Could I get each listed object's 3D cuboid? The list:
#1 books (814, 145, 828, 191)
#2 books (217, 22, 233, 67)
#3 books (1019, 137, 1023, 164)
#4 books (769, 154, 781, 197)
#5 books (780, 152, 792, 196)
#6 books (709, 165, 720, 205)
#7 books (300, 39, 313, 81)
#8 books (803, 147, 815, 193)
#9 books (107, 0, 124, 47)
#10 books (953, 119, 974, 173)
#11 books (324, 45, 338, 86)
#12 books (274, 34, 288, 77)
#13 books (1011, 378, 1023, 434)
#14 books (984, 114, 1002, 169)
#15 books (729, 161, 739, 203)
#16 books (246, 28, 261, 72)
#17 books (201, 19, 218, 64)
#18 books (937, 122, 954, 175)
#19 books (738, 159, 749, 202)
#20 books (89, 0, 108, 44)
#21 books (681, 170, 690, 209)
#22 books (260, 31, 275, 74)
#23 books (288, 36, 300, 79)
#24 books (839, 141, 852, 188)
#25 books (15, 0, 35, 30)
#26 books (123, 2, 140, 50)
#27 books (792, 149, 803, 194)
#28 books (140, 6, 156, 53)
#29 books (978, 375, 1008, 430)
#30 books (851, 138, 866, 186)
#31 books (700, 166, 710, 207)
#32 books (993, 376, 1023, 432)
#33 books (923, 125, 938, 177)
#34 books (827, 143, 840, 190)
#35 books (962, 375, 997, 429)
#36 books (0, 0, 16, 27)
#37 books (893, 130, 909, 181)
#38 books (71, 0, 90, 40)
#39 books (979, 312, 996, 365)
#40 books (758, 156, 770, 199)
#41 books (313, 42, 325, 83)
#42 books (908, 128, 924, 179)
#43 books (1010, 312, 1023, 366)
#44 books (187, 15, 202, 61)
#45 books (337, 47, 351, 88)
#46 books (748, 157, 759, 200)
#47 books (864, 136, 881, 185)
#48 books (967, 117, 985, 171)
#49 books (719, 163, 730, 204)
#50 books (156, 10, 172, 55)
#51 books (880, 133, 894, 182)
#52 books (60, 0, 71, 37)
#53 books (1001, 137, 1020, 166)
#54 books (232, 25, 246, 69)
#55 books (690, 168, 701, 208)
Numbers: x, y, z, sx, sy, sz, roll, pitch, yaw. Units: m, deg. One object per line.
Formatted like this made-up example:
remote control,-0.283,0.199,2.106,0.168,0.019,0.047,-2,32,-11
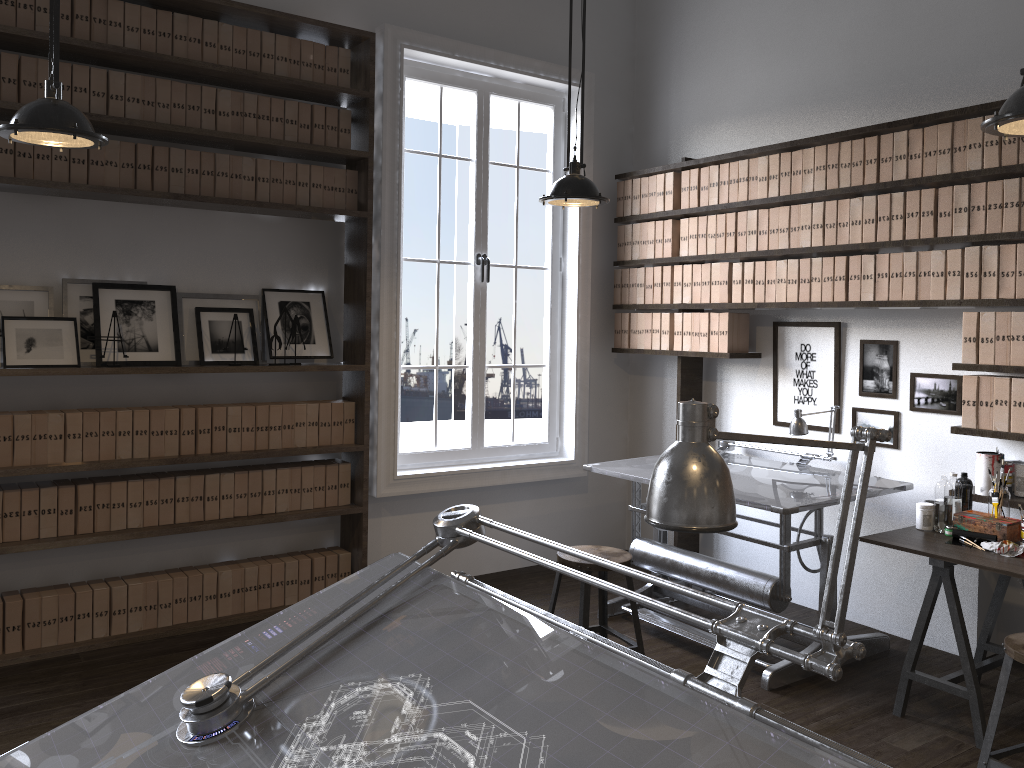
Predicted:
books,1.593,-1.066,4.423,0.174,0.225,0.067,0,2,-35
books,-1.435,-1.638,4.353,0.066,0.225,0.174,0,2,-35
books,2.158,-1.004,3.631,0.174,0.225,0.067,0,2,-35
books,1.432,-1.084,4.655,0.174,0.225,0.067,0,2,-35
books,1.476,-1.080,4.599,0.174,0.225,0.067,0,2,-35
books,1.196,-1.110,4.992,0.174,0.225,0.067,0,2,-35
books,-1.096,-1.647,4.588,0.067,0.225,0.175,0,2,-35
books,1.554,-1.071,4.484,0.174,0.225,0.067,0,2,-35
books,-1.838,-1.626,4.066,0.066,0.225,0.175,0,2,-35
books,1.998,-1.022,3.855,0.174,0.225,0.067,0,2,-35
books,-0.986,-1.651,4.672,0.066,0.225,0.174,0,2,-35
books,-1.204,-1.644,4.516,0.066,0.225,0.175,0,2,-35
books,2.132,0.087,3.646,0.174,0.225,0.067,0,2,-35
books,2.073,-1.013,3.743,0.174,0.225,0.067,0,2,-35
books,1.281,-1.101,4.878,0.174,0.225,0.067,0,2,-35
books,-1.322,-1.641,4.435,0.066,0.225,0.175,0,2,-35
books,-1.492,-1.636,4.309,0.066,0.225,0.175,0,2,-35
books,1.956,-1.026,3.907,0.174,0.225,0.067,0,2,-35
books,1.315,-1.097,4.819,0.174,0.225,0.067,0,2,-35
books,-1.895,-1.625,4.034,0.066,0.225,0.175,0,2,-35
books,1.073,-1.124,5.174,0.174,0.225,0.067,0,2,-35
books,-1.262,-1.643,4.472,0.067,0.225,0.175,0,2,-35
books,-1.153,-1.646,4.553,0.066,0.225,0.175,0,2,-35
books,1.675,-1.058,4.315,0.174,0.225,0.067,0,2,-35
books,-2.133,-1.619,3.866,0.066,0.225,0.174,0,2,-35
books,-1.780,-1.628,4.111,0.066,0.225,0.174,0,2,-35
books,1.517,-1.075,4.543,0.174,0.225,0.067,0,2,-35
books,-1.726,-1.630,4.154,0.066,0.225,0.174,0,2,-35
books,2.057,0.079,3.759,0.174,0.225,0.067,0,2,-35
books,1.714,-1.053,4.262,0.174,0.225,0.067,0,2,-35
books,1.159,-1.115,5.052,0.174,0.225,0.067,0,2,-35
books,2.092,0.083,3.706,0.174,0.225,0.067,0,2,-35
books,1.922,-1.030,3.966,0.174,0.225,0.067,0,2,-35
books,1.635,-1.061,4.364,0.174,0.225,0.067,0,2,-35
books,2.015,0.075,3.810,0.174,0.225,0.067,0,2,-35
books,-2.191,-1.617,3.825,0.066,0.225,0.175,0,2,-35
books,1.837,-1.039,4.079,0.174,0.225,0.067,0,2,-35
books,-1.953,-1.623,3.987,0.067,0.225,0.175,0,2,-35
books,2.059,-0.192,3.755,0.174,0.225,0.067,0,2,-35
books,1.392,-1.089,4.715,0.174,0.225,0.067,0,2,-35
books,-1.044,-1.649,4.631,0.066,0.225,0.175,0,2,-35
books,1.881,-1.035,4.024,0.174,0.225,0.067,0,2,-35
books,2.132,-0.183,3.647,0.174,0.225,0.067,0,2,-35
books,-1.551,-1.634,4.267,0.067,0.225,0.175,0,2,-35
books,-0.926,-1.652,4.710,0.066,0.225,0.174,0,2,-35
books,1.357,-1.093,4.767,0.174,0.225,0.067,0,2,-35
books,1.752,-1.049,4.199,0.174,0.225,0.067,0,2,-35
books,2.033,-1.018,3.803,0.174,0.225,0.067,0,2,-35
books,1.240,-1.106,4.936,0.174,0.225,0.067,0,2,-35
books,-1.667,-1.632,4.192,0.066,0.225,0.175,0,2,-35
books,1.800,-1.044,4.140,0.174,0.225,0.067,0,2,-35
books,-2.017,-1.622,3.948,0.066,0.225,0.175,0,2,-35
books,2.117,-1.009,3.687,0.174,0.225,0.067,0,2,-35
books,-1.380,-1.640,4.397,0.066,0.225,0.174,0,2,-35
books,1.112,-1.119,5.110,0.174,0.225,0.067,0,2,-35
